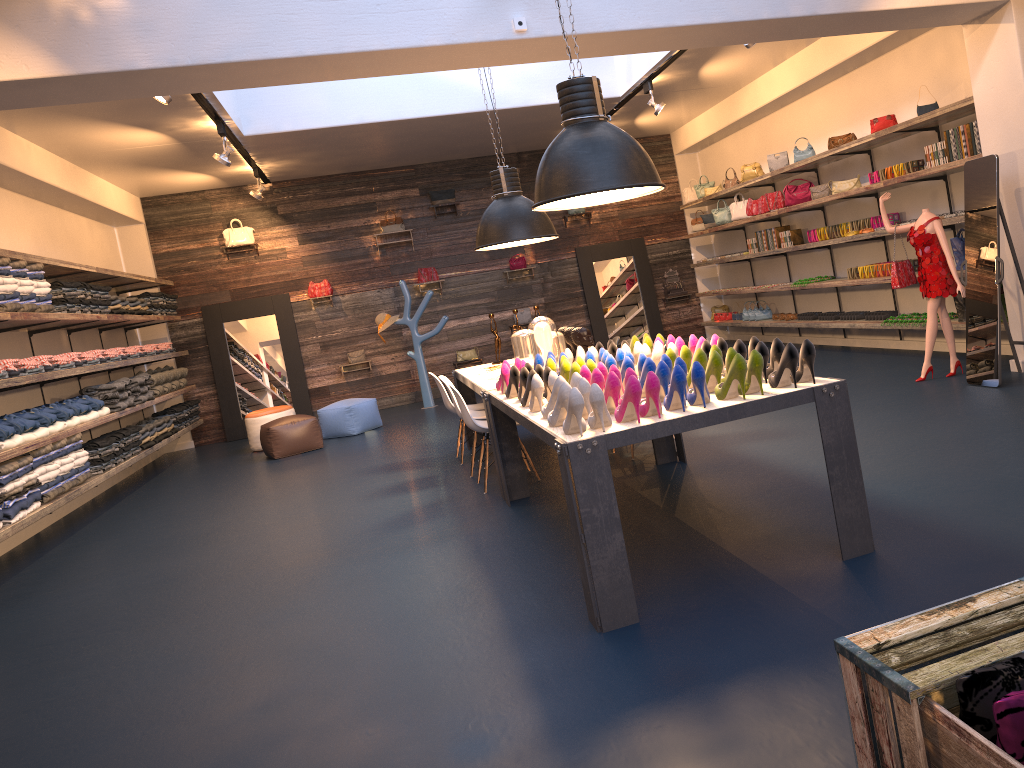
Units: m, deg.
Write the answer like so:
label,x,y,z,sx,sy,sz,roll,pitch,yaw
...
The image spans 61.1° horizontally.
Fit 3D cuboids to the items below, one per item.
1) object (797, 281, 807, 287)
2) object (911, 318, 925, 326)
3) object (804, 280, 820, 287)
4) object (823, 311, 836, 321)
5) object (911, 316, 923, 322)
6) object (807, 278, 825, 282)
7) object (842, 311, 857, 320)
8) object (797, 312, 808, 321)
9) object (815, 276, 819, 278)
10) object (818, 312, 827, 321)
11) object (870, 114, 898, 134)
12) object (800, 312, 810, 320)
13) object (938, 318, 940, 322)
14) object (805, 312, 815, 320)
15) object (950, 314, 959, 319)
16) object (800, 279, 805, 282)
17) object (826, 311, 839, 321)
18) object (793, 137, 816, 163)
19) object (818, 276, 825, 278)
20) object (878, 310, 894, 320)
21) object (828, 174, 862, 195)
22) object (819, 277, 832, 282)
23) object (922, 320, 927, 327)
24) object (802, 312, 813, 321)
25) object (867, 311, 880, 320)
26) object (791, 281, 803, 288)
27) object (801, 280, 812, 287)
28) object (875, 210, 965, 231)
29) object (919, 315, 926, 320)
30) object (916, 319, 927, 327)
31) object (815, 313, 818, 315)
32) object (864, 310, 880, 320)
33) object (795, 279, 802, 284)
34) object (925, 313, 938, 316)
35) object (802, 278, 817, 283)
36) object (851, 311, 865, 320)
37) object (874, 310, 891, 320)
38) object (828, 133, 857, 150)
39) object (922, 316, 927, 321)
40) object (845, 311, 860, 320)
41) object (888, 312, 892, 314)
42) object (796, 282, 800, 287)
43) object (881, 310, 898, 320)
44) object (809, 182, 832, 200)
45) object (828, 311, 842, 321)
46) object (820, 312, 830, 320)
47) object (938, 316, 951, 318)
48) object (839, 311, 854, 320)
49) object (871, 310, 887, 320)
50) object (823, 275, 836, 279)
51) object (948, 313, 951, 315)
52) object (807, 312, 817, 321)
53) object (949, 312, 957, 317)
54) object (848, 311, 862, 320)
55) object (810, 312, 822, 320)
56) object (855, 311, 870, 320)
label,x,y,z,sx,sy,sz,roll,pitch,yaw
object,3.623,-1.245,10.769,0.248,0.058,0.078,-12,5,-20
object,4.061,-0.620,8.653,0.248,0.058,0.078,-12,5,-20
object,3.650,-1.233,10.597,0.248,0.058,0.078,-12,5,-20
object,3.915,-0.838,10.681,0.195,0.087,0.063,-11,4,-15
object,4.099,-0.661,8.714,0.245,0.063,0.080,-11,5,-11
object,3.730,-1.281,10.663,0.243,0.067,0.082,-11,5,-9
object,3.984,-0.805,10.234,0.179,0.087,0.069,-9,5,14
object,3.811,-0.886,11.343,0.195,0.087,0.063,-11,4,-15
object,3.869,-1.326,10.887,0.254,0.075,0.077,-13,5,-29
object,3.893,-0.847,10.811,0.195,0.087,0.063,-11,4,-15
object,3.716,-2.599,8.680,0.262,0.149,0.120,-8,5,21
object,3.822,-0.881,11.279,0.195,0.087,0.063,-11,4,-15
object,4.088,-0.598,8.390,0.248,0.058,0.078,-12,5,-20
object,3.842,-0.871,11.145,0.195,0.087,0.063,-11,4,-15
object,4.254,-0.632,8.441,0.248,0.058,0.078,-12,5,-20
object,3.703,-1.293,10.836,0.243,0.068,0.081,-11,5,-9
object,3.924,-0.833,10.613,0.195,0.087,0.063,-11,4,-15
object,3.467,-2.789,10.328,0.260,0.282,0.102,-8,4,21
object,3.856,-1.316,10.797,0.256,0.073,0.078,-14,6,-37
object,4.097,-0.752,9.503,0.181,0.087,0.068,-9,4,9
object,3.696,-2.212,9.654,0.338,0.174,0.248,-7,6,29
object,3.816,-1.266,10.648,0.248,0.058,0.078,-12,5,-20
object,4.088,-0.608,8.481,0.248,0.058,0.078,-12,5,-20
object,3.832,-0.876,11.212,0.195,0.087,0.063,-11,4,-15
object,4.066,-0.766,9.702,0.186,0.087,0.066,-10,4,0
object,3.602,-1.259,10.947,0.248,0.058,0.078,-12,5,-20
object,3.650,-1.242,10.688,0.248,0.058,0.078,-12,5,-20
object,4.068,-1.601,8.435,0.501,0.060,1.465,-11,6,-9
object,4.141,-0.659,8.630,0.243,0.068,0.081,-11,5,-9
object,4.061,-0.611,8.563,0.248,0.058,0.078,-12,5,-20
object,3.858,-0.889,11.008,0.050,0.022,0.011,-11,4,-17
object,4.056,-0.771,9.766,0.186,0.087,0.066,-10,4,1
object,3.662,-1.295,10.919,0.245,0.063,0.080,-11,5,-11
object,4.264,-0.697,8.788,0.224,0.053,0.089,-8,5,17
object,3.689,-1.284,10.747,0.243,0.064,0.083,-11,5,-9
object,4.014,-0.790,10.036,0.175,0.087,0.070,-8,5,22
object,4.086,-0.756,9.568,0.182,0.087,0.067,-9,4,8
object,3.633,-2.659,9.481,0.365,0.141,0.400,-10,5,0
object,4.127,-0.649,8.540,0.243,0.064,0.083,-11,5,-9
object,3.995,-0.800,10.168,0.177,0.087,0.069,-8,5,17
object,4.100,-0.773,9.432,0.046,0.022,0.012,-9,4,12
object,3.623,-1.254,10.860,0.248,0.058,0.078,-12,5,-20
object,4.107,-0.747,9.438,0.179,0.087,0.068,-9,5,14
object,3.619,-2.252,10.166,0.246,0.175,0.113,-6,6,40
object,3.934,-0.828,10.549,0.195,0.087,0.063,-11,4,-15
object,3.904,-0.842,10.747,0.195,0.087,0.063,-11,4,-15
object,4.168,-0.647,8.456,0.243,0.067,0.082,-11,5,-9
object,3.974,-0.810,10.299,0.181,0.087,0.068,-9,4,10
object,4.076,-0.761,9.635,0.182,0.087,0.067,-9,4,8
object,3.897,-1.315,10.714,0.257,0.067,0.077,-14,6,-36
object,4.293,-0.684,8.590,0.256,0.073,0.078,-14,6,-37
object,3.852,-0.867,11.081,0.195,0.087,0.063,-11,4,-15
object,4.335,-0.681,8.507,0.257,0.067,0.077,-14,6,-36
object,4.005,-0.795,10.100,0.177,0.087,0.069,-8,5,17
object,3.862,-0.862,11.015,0.195,0.087,0.063,-11,4,-15
object,4.024,-0.786,9.972,0.173,0.087,0.070,-7,5,27
